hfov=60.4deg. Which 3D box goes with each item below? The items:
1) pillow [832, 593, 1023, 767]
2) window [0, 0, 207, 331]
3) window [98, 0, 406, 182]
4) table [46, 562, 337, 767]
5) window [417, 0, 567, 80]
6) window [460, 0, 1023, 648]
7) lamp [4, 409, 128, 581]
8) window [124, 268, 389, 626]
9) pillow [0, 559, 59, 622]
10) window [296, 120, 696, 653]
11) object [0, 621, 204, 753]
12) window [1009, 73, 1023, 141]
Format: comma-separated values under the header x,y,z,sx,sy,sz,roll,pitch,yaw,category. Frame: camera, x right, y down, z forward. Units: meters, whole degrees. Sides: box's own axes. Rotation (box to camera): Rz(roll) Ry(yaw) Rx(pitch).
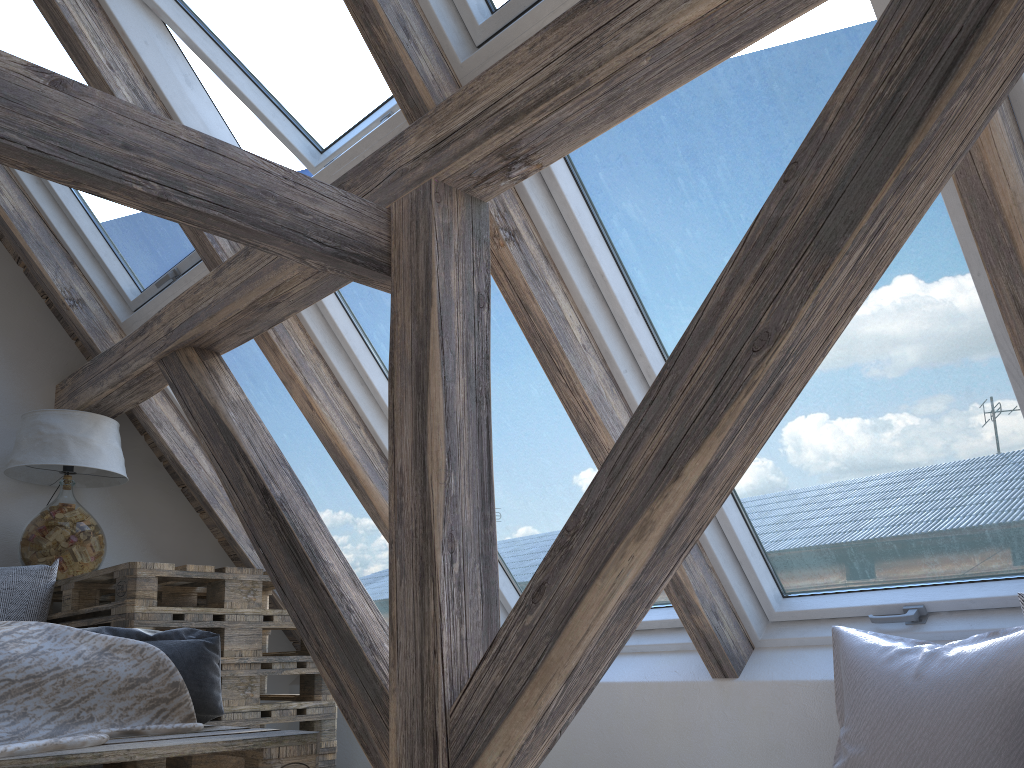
x,y,z,sx,sy,sz,roll,pitch,yaw,category
1.036,0.617,1.517,1.148,0.510,0.442,-15,-19,37,pillow
-1.439,-0.991,2.665,1.109,1.242,0.869,12,-19,-43,window
-0.767,-1.207,2.051,1.367,1.242,0.869,12,-19,-43,window
-1.134,1.006,2.908,0.683,0.683,1.034,12,-21,-42,table
-0.160,-1.441,1.374,1.109,1.242,0.869,12,-19,-43,window
0.591,-0.107,1.834,1.109,1.242,0.869,12,-19,-43,window
-1.724,0.787,3.102,0.830,1.251,0.396,-10,-14,31,lamp
-0.688,0.343,3.125,1.109,1.242,0.869,12,-19,-43,window
-1.918,0.629,2.657,0.972,0.388,0.396,7,-17,-27,pillow
-0.049,0.118,2.480,1.109,1.242,0.869,12,-19,-43,window
-0.918,0.574,1.312,0.811,0.461,1.039,2,-17,-14,object
1.230,-0.332,1.188,1.109,1.242,0.869,12,-19,-43,window
